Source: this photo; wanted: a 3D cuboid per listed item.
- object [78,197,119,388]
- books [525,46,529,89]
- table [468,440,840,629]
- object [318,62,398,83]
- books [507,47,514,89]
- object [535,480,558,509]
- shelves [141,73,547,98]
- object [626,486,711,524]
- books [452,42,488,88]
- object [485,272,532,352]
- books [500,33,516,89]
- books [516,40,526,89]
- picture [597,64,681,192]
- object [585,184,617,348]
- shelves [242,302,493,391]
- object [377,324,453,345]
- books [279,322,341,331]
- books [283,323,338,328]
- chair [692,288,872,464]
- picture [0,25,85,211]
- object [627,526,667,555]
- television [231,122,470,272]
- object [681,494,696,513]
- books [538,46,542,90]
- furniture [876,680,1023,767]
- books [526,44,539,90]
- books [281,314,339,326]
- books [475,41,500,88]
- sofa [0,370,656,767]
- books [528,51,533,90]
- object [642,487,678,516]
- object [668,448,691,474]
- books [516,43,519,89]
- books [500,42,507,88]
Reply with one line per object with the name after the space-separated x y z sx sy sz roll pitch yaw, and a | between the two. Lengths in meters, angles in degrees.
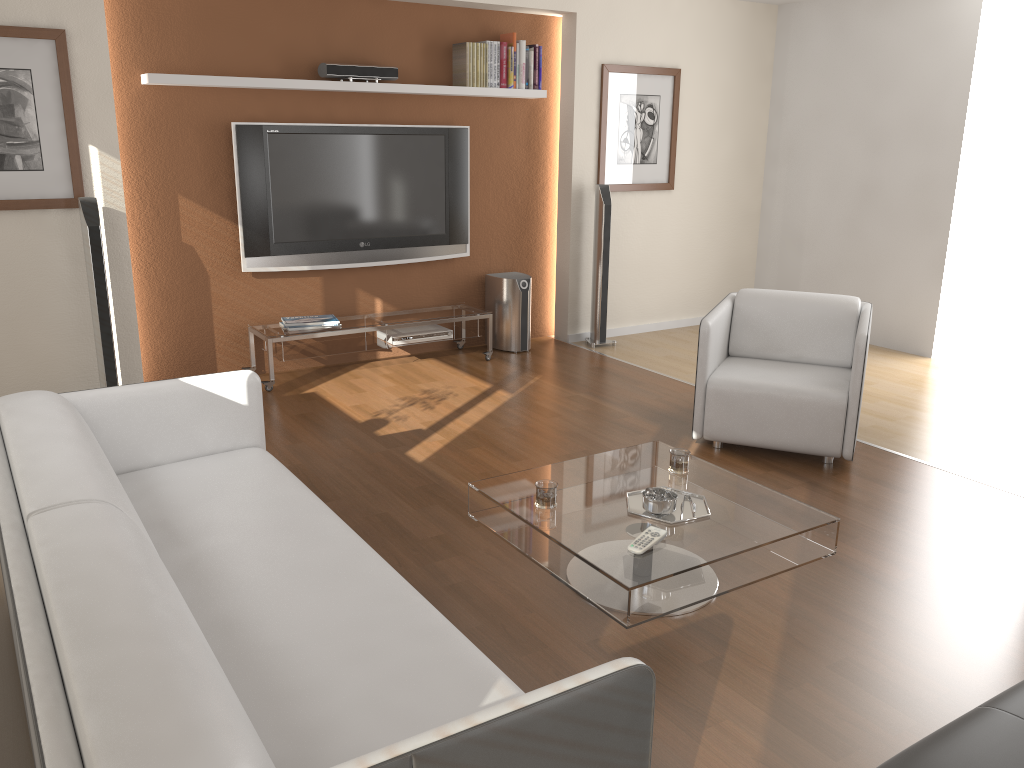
-2.197 -0.399 4.731 0.228 1.165 0.215 -11 20 -36 | object
0.061 -2.172 6.110 0.041 0.278 0.157 -9 19 -31 | books
0.461 0.543 3.099 0.900 0.300 0.900 -9 19 -31 | table
-0.949 -1.923 5.499 0.470 0.109 0.182 -9 19 -31 | object
-0.050 -2.144 6.027 0.041 0.266 0.186 -9 19 -31 | books
0.116 0.373 2.995 0.079 0.077 0.079 -14 21 -42 | object
-0.915 -1.854 5.546 2.612 0.050 0.200 -9 19 -31 | shelves
0.526 0.409 3.007 0.315 0.011 0.273 -7 17 -25 | object
-0.278 -2.114 5.896 0.167 0.275 0.195 -9 19 -31 | books
0.000 -0.524 6.415 0.286 0.518 0.323 -9 19 -31 | object
-0.025 -2.195 6.039 0.028 0.358 0.169 -9 19 -31 | books
0.029 -2.180 6.073 0.050 0.313 0.179 -9 19 -31 | books
0.942 -1.880 6.559 0.734 0.884 0.025 -9 19 -31 | picture
0.644 -0.858 6.475 0.228 1.165 0.215 -7 18 -26 | object
-0.918 -0.265 5.828 1.617 0.340 0.444 -9 19 -31 | shelves
-0.651 -0.337 5.953 0.435 0.052 0.274 -9 19 -31 | object
-1.264 -0.377 5.554 0.326 0.017 0.228 -8 18 -28 | books
-1.264 -0.389 5.551 0.326 0.017 0.228 -4 16 -15 | books
1.414 -0.076 4.582 0.767 0.706 0.919 7 17 22 | chair
-2.569 -1.312 4.403 0.734 0.884 0.025 -9 19 -31 | picture
0.412 0.479 2.719 0.064 0.029 0.158 13 20 37 | object
-0.985 -1.213 5.745 1.594 0.900 0.097 -9 19 -31 | television
0.594 0.398 2.997 0.051 0.035 0.147 3 16 8 | object
0.152 -2.189 6.158 0.029 0.286 0.169 -9 19 -31 | books
1.367 0.859 1.832 1.291 0.301 0.685 -9 19 -31 | furniture
0.123 -2.188 6.139 0.041 0.293 0.169 -9 19 -31 | books
-1.264 -0.401 5.547 0.326 0.017 0.228 -5 17 -20 | books
-0.164 -2.143 5.967 0.104 0.295 0.146 -9 19 -31 | books
-0.737 0.536 2.246 0.919 0.661 2.238 -9 19 -31 | sofa
0.093 -2.161 6.127 0.028 0.248 0.169 -9 19 -31 | books
0.491 0.387 2.948 0.118 0.079 0.117 -7 17 -25 | object
0.626 0.288 3.315 0.079 0.077 0.079 -14 21 -42 | object
-0.005 -2.167 6.062 0.022 0.293 0.167 -9 19 -31 | books
-0.094 -2.153 6.005 0.053 0.293 0.169 -9 19 -31 | books
